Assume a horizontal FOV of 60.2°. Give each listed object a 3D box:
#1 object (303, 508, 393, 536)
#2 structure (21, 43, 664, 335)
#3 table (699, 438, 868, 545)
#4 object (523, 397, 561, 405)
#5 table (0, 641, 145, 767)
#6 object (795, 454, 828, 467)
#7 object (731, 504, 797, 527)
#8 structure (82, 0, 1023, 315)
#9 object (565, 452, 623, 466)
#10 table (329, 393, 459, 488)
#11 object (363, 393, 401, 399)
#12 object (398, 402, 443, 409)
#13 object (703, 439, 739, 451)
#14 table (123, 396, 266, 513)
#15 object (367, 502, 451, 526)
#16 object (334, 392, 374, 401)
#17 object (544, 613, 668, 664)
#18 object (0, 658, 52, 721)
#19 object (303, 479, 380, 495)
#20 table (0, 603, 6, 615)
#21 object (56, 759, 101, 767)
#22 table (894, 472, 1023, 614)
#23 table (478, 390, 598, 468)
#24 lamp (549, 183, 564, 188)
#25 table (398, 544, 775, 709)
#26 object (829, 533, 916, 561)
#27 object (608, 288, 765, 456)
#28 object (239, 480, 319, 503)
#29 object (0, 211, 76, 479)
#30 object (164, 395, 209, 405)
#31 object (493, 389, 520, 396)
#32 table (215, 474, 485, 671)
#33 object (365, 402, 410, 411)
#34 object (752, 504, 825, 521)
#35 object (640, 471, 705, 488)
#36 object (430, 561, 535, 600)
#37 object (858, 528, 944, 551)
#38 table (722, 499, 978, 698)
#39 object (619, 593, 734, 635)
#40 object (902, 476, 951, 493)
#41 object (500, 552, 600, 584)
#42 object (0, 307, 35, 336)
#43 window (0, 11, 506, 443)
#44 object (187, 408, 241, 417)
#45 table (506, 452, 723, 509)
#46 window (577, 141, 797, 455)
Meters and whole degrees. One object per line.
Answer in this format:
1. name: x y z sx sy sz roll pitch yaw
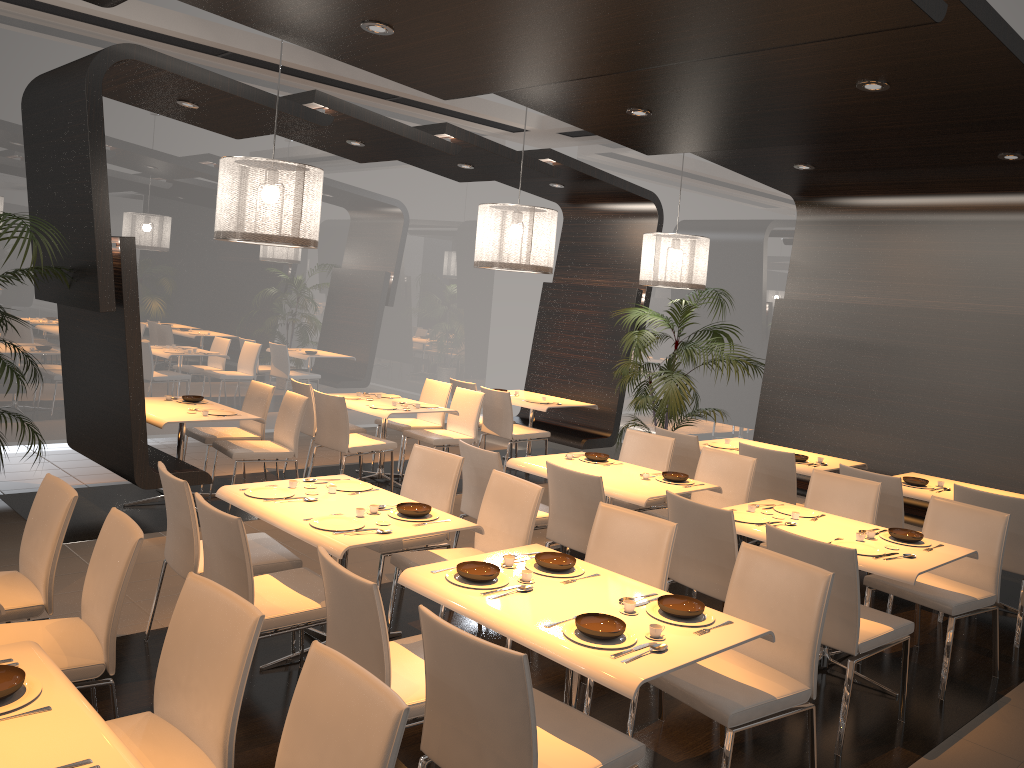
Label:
1. object: -0.709 0.611 3.931 0.379 0.038 0.334 10 8 40
2. structure: -1.018 -1.434 8.027 5.926 1.723 1.409 0 6 -44
3. table: 2.070 0.906 7.049 0.799 0.724 1.153 1 6 -44
4. object: 0.326 0.171 9.051 0.379 0.038 0.334 10 8 40
5. table: -1.262 1.163 1.841 0.799 0.724 1.153 1 6 -44
6. object: 2.200 0.567 6.703 0.303 0.044 0.367 -1 8 -44
7. object: 1.311 0.701 4.705 0.379 0.038 0.334 10 8 40
8. structure: -0.131 -0.922 3.721 10.650 1.732 2.917 -1 7 -44
9. object: 0.537 0.499 6.011 0.303 0.044 0.367 -1 8 -44
10. table: -1.181 0.525 8.099 0.799 0.724 1.153 1 6 -44
11. object: -1.254 0.098 8.469 0.378 0.038 0.335 9 7 35
12. object: -0.843 0.180 8.013 0.378 0.038 0.335 9 7 35
13. object: 1.765 0.491 7.118 0.379 0.038 0.334 10 8 40
14. table: -2.556 0.543 6.805 0.799 0.724 1.153 1 6 -44
15. object: -0.505 0.599 4.185 0.303 0.044 0.367 -1 8 -44
16. object: -1.452 0.113 8.171 0.379 0.038 0.334 10 8 40
17. object: 0.327 0.803 2.889 0.303 0.044 0.367 -1 8 -44
18. object: -1.323 0.739 2.157 0.303 0.044 0.367 -1 8 -44
19. object: -0.918 0.520 4.648 0.378 0.038 0.335 9 7 35
20. table: -2.299 0.964 2.927 0.799 0.724 1.153 1 6 -44
21. object: -0.902 0.820 1.714 0.303 0.044 0.367 -1 8 -44
22. table: 3.118 1.103 5.993 0.799 0.724 1.153 1 6 -44
23. table: 0.199 0.507 9.404 0.799 0.724 1.153 1 6 -44
24. lamp: 0.478 -2.123 9.394 0.162 0.055 0.161 9 7 40
25. table: 0.217 1.142 3.244 0.799 0.724 1.153 1 6 -44
26. object: 1.732 0.782 4.261 0.379 0.038 0.334 10 8 40
27. object: 1.612 0.024 8.722 1.501 2.055 1.570 3 3 -31
28. object: -1.131 0.530 4.375 0.379 0.038 0.334 10 8 40
29. object: -3.582 -0.087 5.569 1.512 2.055 1.559 7 4 40
30. object: -2.610 0.121 7.117 0.303 0.044 0.367 -1 8 -44
31. object: -0.093 0.086 9.503 0.303 0.044 0.367 -1 8 -44
32. table: -0.832 0.946 4.299 0.799 0.724 1.153 1 6 -44
33. object: -1.056 0.193 7.710 0.379 0.038 0.334 10 8 40
34. object: 1.525 0.696 4.933 0.378 0.038 0.335 9 7 35
35. object: 0.982 0.585 5.541 0.303 0.044 0.367 -1 8 -44
36. object: -0.090 0.721 3.346 0.303 0.044 0.367 -1 8 -44
37. object: 1.966 0.774 4.503 0.303 0.044 0.367 -1 8 -44
38. table: 1.646 1.122 4.605 0.799 0.724 1.153 1 6 -44
39. object: 0.560 0.796 3.140 0.303 0.044 0.367 -1 8 -44
40. object: 2.824 0.681 6.103 0.303 0.044 0.367 -1 8 -44
41. object: 0.134 0.718 3.551 0.303 0.044 0.367 -1 8 -44
42. object: -4.484 -0.228 6.202 1.562 2.055 1.508 5 3 8
43. window: -2.511 -1.411 9.760 6.571 3.969 0.070 0 4 -44
44. object: -2.261 0.200 6.660 0.378 0.038 0.335 9 7 35
45. table: 0.705 0.923 5.770 1.051 0.724 1.153 1 6 -44
46. window: 2.926 -0.939 9.608 0.070 3.969 6.616 3 4 -44
